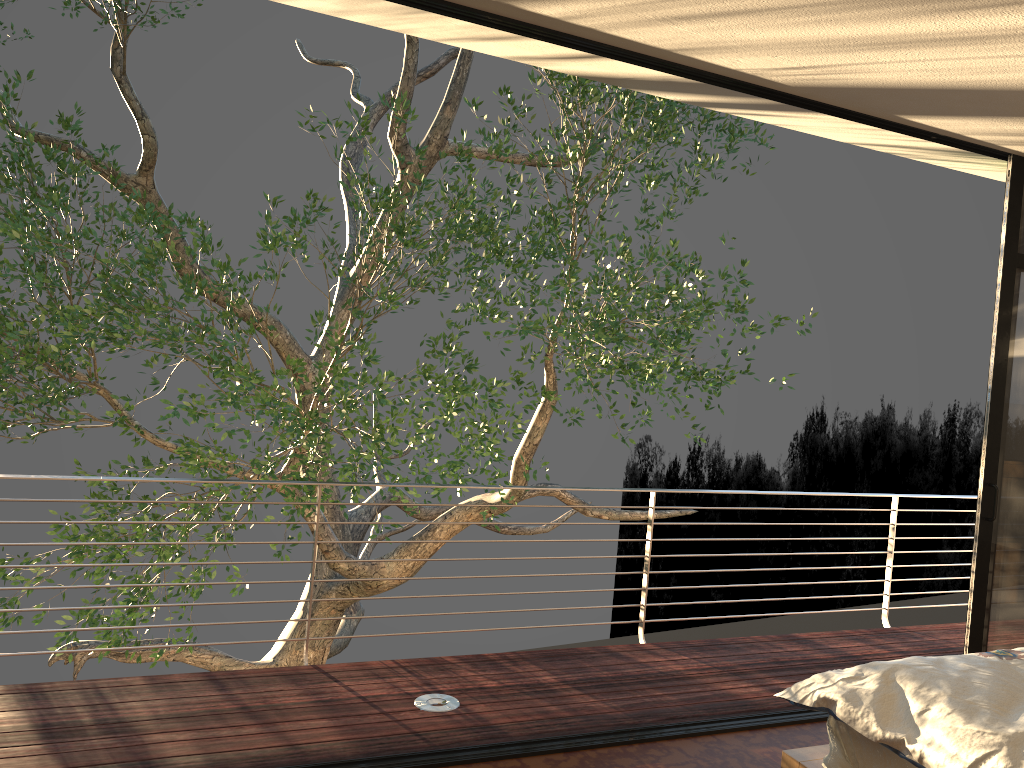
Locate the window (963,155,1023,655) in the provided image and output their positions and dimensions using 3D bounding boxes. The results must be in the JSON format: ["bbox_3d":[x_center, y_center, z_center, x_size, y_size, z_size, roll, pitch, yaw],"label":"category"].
[{"bbox_3d":[2.522,0.315,0.630,10.594,2.513,6.662,4,2,-25],"label":"window"}]

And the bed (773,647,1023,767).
[{"bbox_3d":[2.017,1.134,2.104,1.876,0.712,2.098,4,2,-23],"label":"bed"}]
